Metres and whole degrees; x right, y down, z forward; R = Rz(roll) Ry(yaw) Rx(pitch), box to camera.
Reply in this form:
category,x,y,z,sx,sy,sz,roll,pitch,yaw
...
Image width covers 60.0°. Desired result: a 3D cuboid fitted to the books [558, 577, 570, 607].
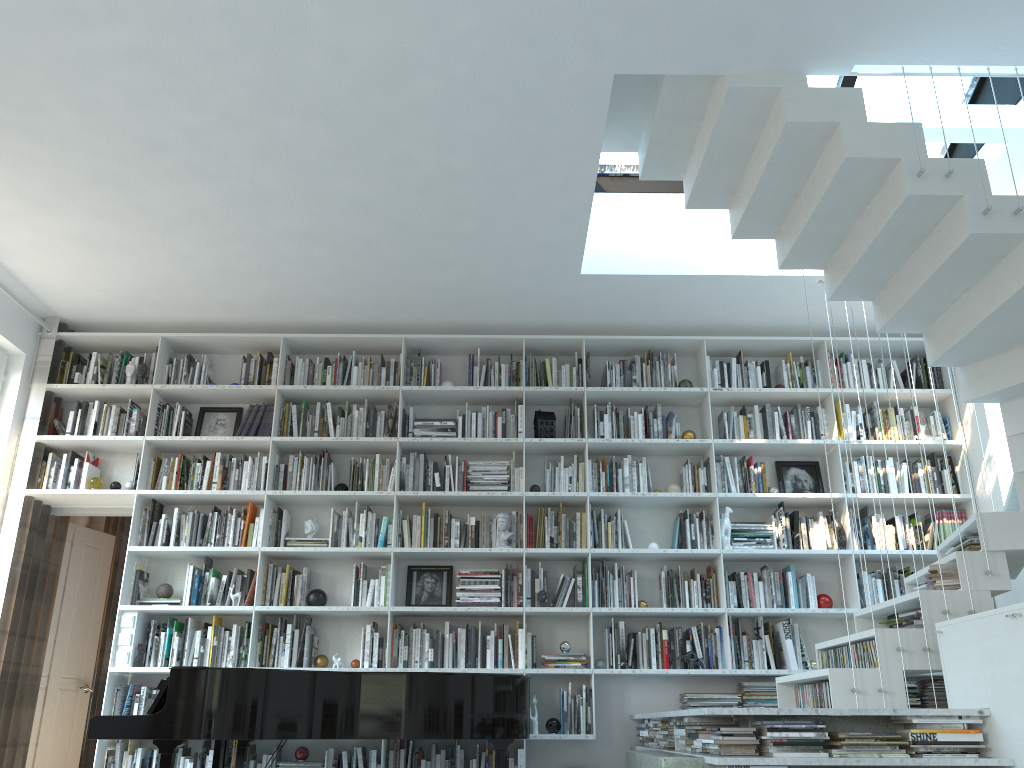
category,x,y,z,sx,sy,sz,roll,pitch,yaw
books,0.327,1.371,5.753,0.090,0.211,0.143,0,-21,0

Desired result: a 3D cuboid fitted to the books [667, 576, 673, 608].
category,x,y,z,sx,sy,sz,roll,pitch,yaw
books,1.013,1.365,5.745,0.016,0.215,0.178,0,-21,0

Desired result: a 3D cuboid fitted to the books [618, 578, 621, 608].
category,x,y,z,sx,sy,sz,roll,pitch,yaw
books,0.691,1.375,5.755,0.013,0.202,0.167,0,-21,0

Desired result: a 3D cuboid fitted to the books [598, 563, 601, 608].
category,x,y,z,sx,sy,sz,roll,pitch,yaw
books,0.568,1.329,5.765,0.018,0.294,0.178,0,-21,0

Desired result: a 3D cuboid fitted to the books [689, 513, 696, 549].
category,x,y,z,sx,sy,sz,roll,pitch,yaw
books,1.188,1.004,5.887,0.018,0.262,0.165,0,-21,0

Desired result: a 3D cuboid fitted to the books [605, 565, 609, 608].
category,x,y,z,sx,sy,sz,roll,pitch,yaw
books,0.612,1.332,5.755,0.005,0.282,0.159,0,-21,0

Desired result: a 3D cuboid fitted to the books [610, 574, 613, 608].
category,x,y,z,sx,sy,sz,roll,pitch,yaw
books,0.633,1.356,5.737,0.011,0.225,0.188,0,-21,0

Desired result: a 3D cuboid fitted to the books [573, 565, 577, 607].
category,x,y,z,sx,sy,sz,roll,pitch,yaw
books,0.411,1.335,5.768,0.013,0.284,0.139,0,-21,0

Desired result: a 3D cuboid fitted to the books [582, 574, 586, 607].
category,x,y,z,sx,sy,sz,roll,pitch,yaw
books,0.457,1.360,5.749,0.021,0.225,0.149,0,-21,0

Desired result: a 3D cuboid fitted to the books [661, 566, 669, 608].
category,x,y,z,sx,sy,sz,roll,pitch,yaw
books,0.997,1.340,5.784,0.016,0.288,0.132,0,-21,0

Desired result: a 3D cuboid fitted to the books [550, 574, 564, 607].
category,x,y,z,sx,sy,sz,roll,pitch,yaw
books,0.283,1.356,5.736,0.095,0.227,0.190,0,-21,0

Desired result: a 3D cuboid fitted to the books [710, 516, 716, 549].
category,x,y,z,sx,sy,sz,roll,pitch,yaw
books,1.331,1.011,5.882,0.010,0.244,0.159,0,-21,0

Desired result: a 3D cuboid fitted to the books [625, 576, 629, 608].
category,x,y,z,sx,sy,sz,roll,pitch,yaw
books,0.743,1.368,5.763,0.008,0.222,0.134,0,-21,0

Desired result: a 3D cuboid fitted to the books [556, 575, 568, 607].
category,x,y,z,sx,sy,sz,roll,pitch,yaw
books,0.316,1.366,5.760,0.095,0.225,0.144,0,-21,0

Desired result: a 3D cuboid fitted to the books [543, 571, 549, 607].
category,x,y,z,sx,sy,sz,roll,pitch,yaw
books,0.217,1.353,5.765,0.035,0.247,0.141,0,-21,0

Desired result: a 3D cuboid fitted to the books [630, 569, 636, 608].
category,x,y,z,sx,sy,sz,roll,pitch,yaw
books,0.783,1.347,5.762,0.014,0.260,0.142,0,-21,0

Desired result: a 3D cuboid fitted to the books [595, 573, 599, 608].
category,x,y,z,sx,sy,sz,roll,pitch,yaw
books,0.553,1.360,5.768,0.011,0.238,0.137,0,-21,0

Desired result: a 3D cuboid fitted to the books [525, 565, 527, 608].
category,x,y,z,sx,sy,sz,roll,pitch,yaw
books,0.089,1.335,5.770,0.012,0.284,0.160,0,-21,0

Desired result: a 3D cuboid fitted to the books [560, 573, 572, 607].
category,x,y,z,sx,sy,sz,roll,pitch,yaw
books,0.343,1.357,5.756,0.094,0.237,0.150,0,-21,0

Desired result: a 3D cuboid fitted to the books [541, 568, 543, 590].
category,x,y,z,sx,sy,sz,roll,pitch,yaw
books,0.193,1.345,5.768,0.012,0.265,0.158,0,-21,0

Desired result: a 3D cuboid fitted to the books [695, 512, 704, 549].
category,x,y,z,sx,sy,sz,roll,pitch,yaw
books,1.237,1.002,5.898,0.032,0.273,0.155,0,-21,0

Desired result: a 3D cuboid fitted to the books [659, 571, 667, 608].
category,x,y,z,sx,sy,sz,roll,pitch,yaw
books,0.980,1.353,5.765,0.019,0.250,0.130,0,-21,0

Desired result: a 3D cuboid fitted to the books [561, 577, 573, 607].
category,x,y,z,sx,sy,sz,roll,pitch,yaw
books,0.347,1.372,5.761,0.090,0.214,0.139,0,-21,0

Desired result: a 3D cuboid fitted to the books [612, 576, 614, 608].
category,x,y,z,sx,sy,sz,roll,pitch,yaw
books,0.644,1.364,5.748,0.013,0.217,0.161,0,-21,0

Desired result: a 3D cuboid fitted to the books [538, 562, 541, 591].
category,x,y,z,sx,sy,sz,roll,pitch,yaw
books,0.181,1.322,5.766,0.013,0.305,0.141,0,-21,0

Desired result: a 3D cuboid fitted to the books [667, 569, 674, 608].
category,x,y,z,sx,sy,sz,roll,pitch,yaw
books,1.028,1.349,5.767,0.015,0.261,0.150,0,-21,0

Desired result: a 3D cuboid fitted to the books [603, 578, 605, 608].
category,x,y,z,sx,sy,sz,roll,pitch,yaw
books,0.589,1.374,5.755,0.013,0.203,0.154,0,-21,0

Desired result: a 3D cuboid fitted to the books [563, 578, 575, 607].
category,x,y,z,sx,sy,sz,roll,pitch,yaw
books,0.360,1.374,5.749,0.091,0.204,0.170,0,-21,0

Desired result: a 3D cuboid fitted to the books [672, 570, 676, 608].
category,x,y,z,sx,sy,sz,roll,pitch,yaw
books,1.040,1.350,5.765,0.008,0.258,0.159,0,-21,0

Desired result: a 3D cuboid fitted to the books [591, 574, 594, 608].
category,x,y,z,sx,sy,sz,roll,pitch,yaw
books,0.517,1.362,5.754,0.012,0.225,0.147,0,-21,0

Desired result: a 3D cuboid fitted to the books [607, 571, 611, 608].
category,x,y,z,sx,sy,sz,roll,pitch,yaw
books,0.621,1.349,5.751,0.013,0.247,0.165,0,-21,0

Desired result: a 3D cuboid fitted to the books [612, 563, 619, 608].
category,x,y,z,sx,sy,sz,roll,pitch,yaw
books,0.671,1.325,5.756,0.014,0.295,0.176,0,-21,0

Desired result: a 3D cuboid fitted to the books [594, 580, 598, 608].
category,x,y,z,sx,sy,sz,roll,pitch,yaw
books,0.540,1.381,5.751,0.015,0.187,0.169,0,-21,0

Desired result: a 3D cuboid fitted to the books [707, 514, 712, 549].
category,x,y,z,sx,sy,sz,roll,pitch,yaw
books,1.297,1.006,5.877,0.011,0.251,0.170,0,-21,0

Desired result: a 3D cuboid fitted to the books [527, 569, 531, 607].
category,x,y,z,sx,sy,sz,roll,pitch,yaw
books,0.107,1.345,5.766,0.024,0.262,0.154,0,-21,0

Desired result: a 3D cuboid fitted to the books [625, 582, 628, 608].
category,x,y,z,sx,sy,sz,roll,pitch,yaw
books,0.732,1.388,5.754,0.013,0.178,0.141,0,-21,0

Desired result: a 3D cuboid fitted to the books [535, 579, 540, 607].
category,x,y,z,sx,sy,sz,roll,pitch,yaw
books,0.161,1.370,5.732,0.027,0.191,0.183,0,-21,0

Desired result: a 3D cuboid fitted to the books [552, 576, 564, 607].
category,x,y,z,sx,sy,sz,roll,pitch,yaw
books,0.292,1.366,5.753,0.088,0.219,0.139,0,-21,0

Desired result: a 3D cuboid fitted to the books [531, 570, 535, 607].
category,x,y,z,sx,sy,sz,roll,pitch,yaw
books,0.133,1.349,5.761,0.028,0.252,0.143,0,-21,0

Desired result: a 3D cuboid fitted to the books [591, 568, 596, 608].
category,x,y,z,sx,sy,sz,roll,pitch,yaw
books,0.528,1.341,5.755,0.010,0.265,0.158,0,-21,0

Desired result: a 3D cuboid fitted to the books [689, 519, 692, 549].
category,x,y,z,sx,sy,sz,roll,pitch,yaw
books,1.176,1.024,5.895,0.007,0.229,0.147,0,-21,0

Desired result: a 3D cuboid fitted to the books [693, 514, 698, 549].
category,x,y,z,sx,sy,sz,roll,pitch,yaw
books,1.205,1.006,5.887,0.015,0.258,0.152,0,-21,0

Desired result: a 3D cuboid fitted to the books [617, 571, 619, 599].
category,x,y,z,sx,sy,sz,roll,pitch,yaw
books,0.681,1.355,5.765,0.007,0.246,0.153,0,-21,0

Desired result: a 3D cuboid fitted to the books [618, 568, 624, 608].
category,x,y,z,sx,sy,sz,roll,pitch,yaw
books,0.703,1.341,5.756,0.012,0.266,0.183,0,-21,0

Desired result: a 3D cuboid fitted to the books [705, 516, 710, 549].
category,x,y,z,sx,sy,sz,roll,pitch,yaw
books,1.285,1.016,5.892,0.013,0.244,0.159,0,-21,0

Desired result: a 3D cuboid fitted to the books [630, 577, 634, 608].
category,x,y,z,sx,sy,sz,roll,pitch,yaw
books,0.769,1.371,5.748,0.014,0.206,0.181,0,-21,0

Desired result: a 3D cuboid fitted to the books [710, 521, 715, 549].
category,x,y,z,sx,sy,sz,roll,pitch,yaw
books,1.314,1.030,5.885,0.023,0.211,0.165,0,-21,0

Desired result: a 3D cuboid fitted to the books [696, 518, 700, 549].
category,x,y,z,sx,sy,sz,roll,pitch,yaw
books,1.218,1.019,5.874,0.012,0.223,0.178,0,-21,0

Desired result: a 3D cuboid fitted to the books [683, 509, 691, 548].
category,x,y,z,sx,sy,sz,roll,pitch,yaw
books,1.166,0.993,5.906,0.013,0.294,0.154,0,-21,0

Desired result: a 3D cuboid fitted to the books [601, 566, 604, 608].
category,x,y,z,sx,sy,sz,roll,pitch,yaw
books,0.580,1.335,5.761,0.006,0.280,0.156,0,-21,0

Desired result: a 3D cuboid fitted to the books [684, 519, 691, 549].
category,x,y,z,sx,sy,sz,roll,pitch,yaw
books,1.153,1.023,5.877,0.013,0.218,0.188,0,-21,0

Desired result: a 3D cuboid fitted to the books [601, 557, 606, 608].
category,x,y,z,sx,sy,sz,roll,pitch,yaw
books,0.599,1.313,5.788,0.007,0.340,0.150,0,-21,0

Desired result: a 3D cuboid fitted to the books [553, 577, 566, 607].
category,x,y,z,sx,sy,sz,roll,pitch,yaw
books,0.301,1.366,5.737,0.089,0.209,0.176,0,-21,0

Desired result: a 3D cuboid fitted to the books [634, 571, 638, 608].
category,x,y,z,sx,sy,sz,roll,pitch,yaw
books,0.796,1.352,5.761,0.013,0.250,0.173,0,-21,0

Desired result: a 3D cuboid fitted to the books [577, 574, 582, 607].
category,x,y,z,sx,sy,sz,roll,pitch,yaw
books,0.432,1.357,5.738,0.029,0.222,0.171,0,-21,0

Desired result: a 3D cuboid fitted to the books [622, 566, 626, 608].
category,x,y,z,sx,sy,sz,roll,pitch,yaw
books,0.723,1.339,5.774,0.006,0.284,0.160,0,-21,0

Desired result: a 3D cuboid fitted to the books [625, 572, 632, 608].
category,x,y,z,sx,sy,sz,roll,pitch,yaw
books,0.754,1.357,5.757,0.015,0.237,0.177,0,-21,0

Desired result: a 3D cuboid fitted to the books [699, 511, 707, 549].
category,x,y,z,sx,sy,sz,roll,pitch,yaw
books,1.260,0.994,5.877,0.012,0.272,0.184,0,-21,0

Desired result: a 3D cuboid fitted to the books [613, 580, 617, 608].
category,x,y,z,sx,sy,sz,roll,pitch,yaw
books,0.657,1.377,5.738,0.013,0.185,0.184,0,-21,0

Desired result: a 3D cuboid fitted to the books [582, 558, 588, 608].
category,x,y,z,sx,sy,sz,roll,pitch,yaw
books,0.475,1.313,5.764,0.014,0.323,0.183,0,-21,0
